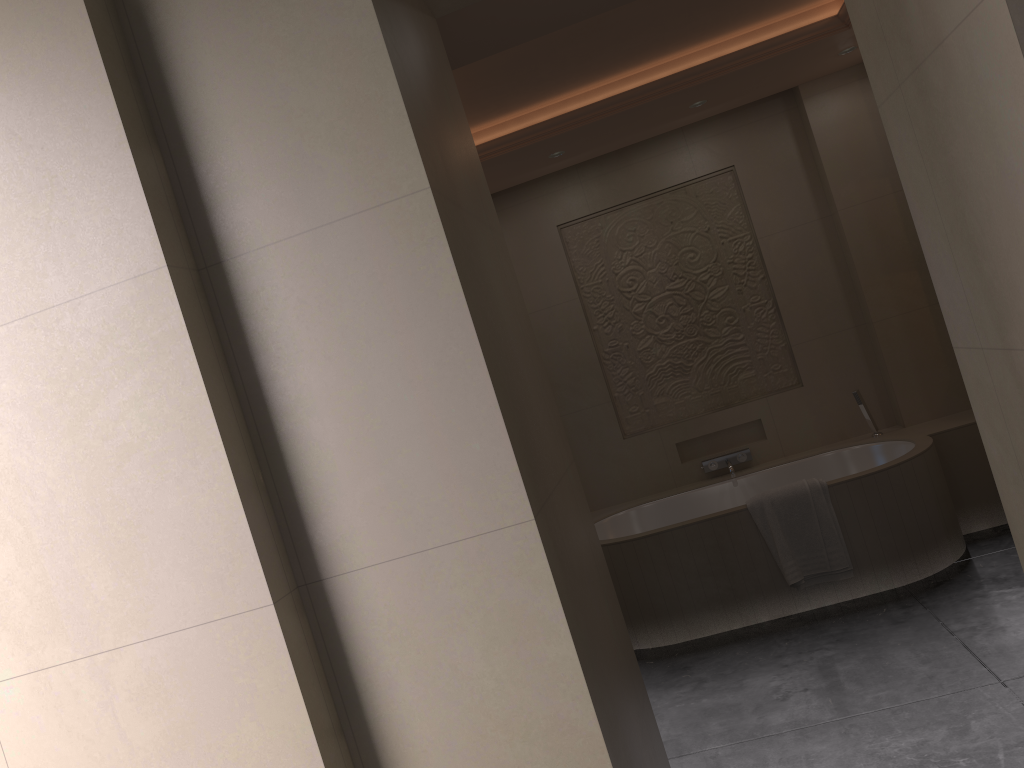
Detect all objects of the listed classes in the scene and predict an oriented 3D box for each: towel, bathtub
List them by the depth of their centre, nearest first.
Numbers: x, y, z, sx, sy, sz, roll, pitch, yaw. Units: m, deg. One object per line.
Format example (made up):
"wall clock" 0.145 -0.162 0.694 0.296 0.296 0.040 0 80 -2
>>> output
"towel" 1.335 0.694 4.148 0.374 0.463 0.453 -17 0 12
"bathtub" 1.266 0.799 4.632 2.662 0.540 1.060 -17 0 10

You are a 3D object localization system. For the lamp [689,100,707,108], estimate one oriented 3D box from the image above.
"lamp" 0.948 -1.473 4.566 0.097 0.069 0.097 -17 0 6

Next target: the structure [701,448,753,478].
"structure" 1.227 0.465 5.029 0.290 0.097 0.259 -17 0 10

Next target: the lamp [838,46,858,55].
"lamp" 1.670 -1.700 4.438 0.097 0.069 0.097 -17 0 -14

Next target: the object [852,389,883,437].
"object" 1.946 0.156 4.860 0.114 0.280 0.059 -17 0 -35

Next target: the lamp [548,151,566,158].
"lamp" 0.227 -1.247 4.693 0.097 0.069 0.097 -17 0 26
